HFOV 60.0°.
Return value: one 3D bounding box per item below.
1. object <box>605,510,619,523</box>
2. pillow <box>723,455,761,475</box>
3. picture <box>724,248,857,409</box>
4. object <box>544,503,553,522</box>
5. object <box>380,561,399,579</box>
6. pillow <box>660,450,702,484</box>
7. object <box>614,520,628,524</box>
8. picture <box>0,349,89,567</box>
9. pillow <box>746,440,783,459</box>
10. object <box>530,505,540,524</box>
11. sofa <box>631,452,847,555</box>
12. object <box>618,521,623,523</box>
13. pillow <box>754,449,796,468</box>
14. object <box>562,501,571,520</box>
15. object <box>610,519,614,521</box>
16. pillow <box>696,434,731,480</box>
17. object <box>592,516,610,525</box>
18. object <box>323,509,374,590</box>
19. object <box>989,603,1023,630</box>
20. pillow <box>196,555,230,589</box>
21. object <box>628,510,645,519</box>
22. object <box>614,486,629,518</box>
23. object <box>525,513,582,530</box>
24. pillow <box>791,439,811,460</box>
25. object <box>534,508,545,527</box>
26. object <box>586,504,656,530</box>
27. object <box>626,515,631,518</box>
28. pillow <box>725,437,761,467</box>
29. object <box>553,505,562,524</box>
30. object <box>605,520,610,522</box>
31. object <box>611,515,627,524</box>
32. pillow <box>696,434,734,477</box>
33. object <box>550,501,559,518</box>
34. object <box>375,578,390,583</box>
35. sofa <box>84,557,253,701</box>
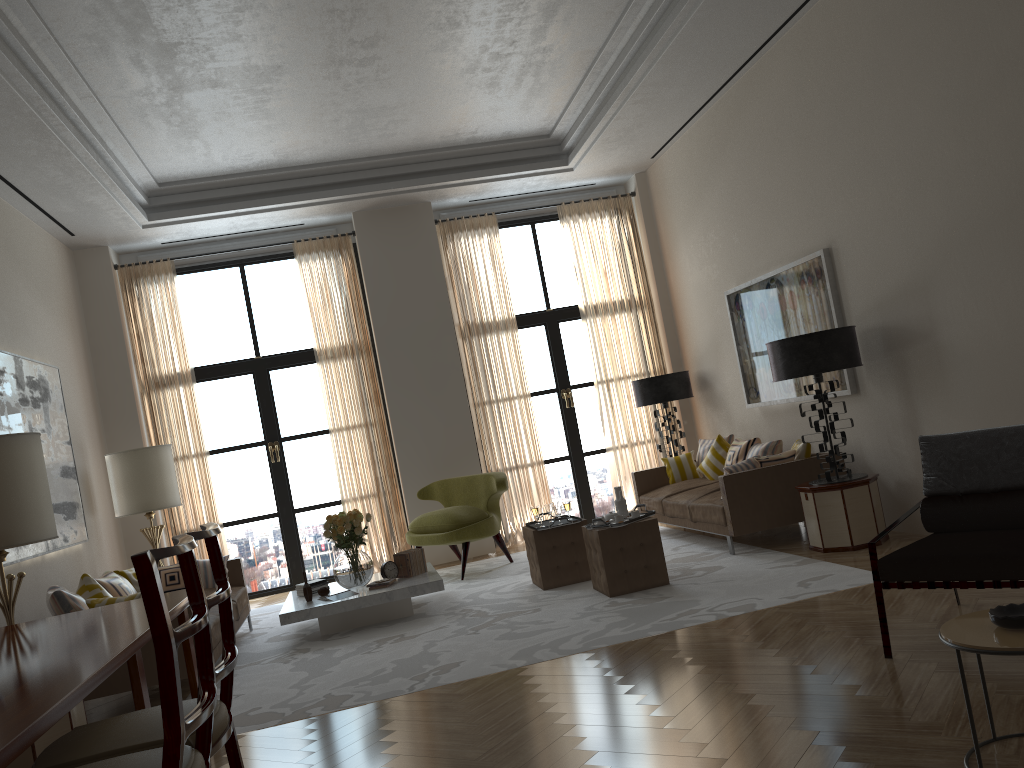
[{"bbox_3d":[0.943,1.252,8.400,0.176,0.105,0.136,-10,-2,-14],"label":"object"},{"bbox_3d":[2.368,0.989,9.202,0.497,0.428,0.327,-10,-2,-23],"label":"pillow"},{"bbox_3d":[3.043,-0.527,9.935,0.080,1.479,2.271,-10,-2,-12],"label":"picture"},{"bbox_3d":[0.403,1.368,9.408,0.098,0.191,0.098,-10,-2,-11],"label":"object"},{"bbox_3d":[-1.272,1.946,9.221,0.082,0.209,0.204,-12,-2,40],"label":"object"},{"bbox_3d":[2.235,1.122,11.634,0.482,0.432,0.318,-11,-2,-1],"label":"pillow"},{"bbox_3d":[0.983,1.268,8.092,0.186,0.015,0.041,-9,-3,-24],"label":"object"},{"bbox_3d":[-4.706,0.664,8.481,0.045,1.997,3.067,-10,-2,-10],"label":"picture"},{"bbox_3d":[2.891,0.951,10.237,0.370,0.565,0.661,-10,-2,-15],"label":"pillow"},{"bbox_3d":[0.257,1.398,9.454,0.098,0.191,0.098,-10,-2,-28],"label":"object"},{"bbox_3d":[2.547,1.336,10.408,1.350,0.819,2.985,-10,-3,-11],"label":"sofa"},{"bbox_3d":[0.993,1.263,8.058,0.053,0.025,0.049,-10,-3,-9],"label":"object"},{"bbox_3d":[2.728,0.926,9.233,0.464,0.411,0.304,-10,-2,-12],"label":"pillow"},{"bbox_3d":[0.588,1.328,9.292,0.098,0.191,0.098,-11,-2,15],"label":"object"},{"bbox_3d":[0.989,1.262,8.259,0.186,0.026,0.041,-10,-2,-3],"label":"object"},{"bbox_3d":[2.624,0.945,11.157,0.769,0.616,0.355,-12,-2,33],"label":"pillow"},{"bbox_3d":[0.826,1.272,8.256,0.175,0.067,0.176,-9,-3,-35],"label":"object"},{"bbox_3d":[-1.657,1.719,9.218,0.539,0.821,0.628,-10,-2,-15],"label":"object"},{"bbox_3d":[1.966,0.907,3.447,0.193,0.064,0.193,-11,-3,12],"label":"object"},{"bbox_3d":[-3.275,2.069,9.593,0.497,0.428,0.327,-10,-2,-23],"label":"pillow"},{"bbox_3d":[1.163,1.227,8.346,0.176,0.067,0.176,-10,-3,-12],"label":"object"},{"bbox_3d":[1.039,1.138,8.514,0.113,0.305,0.125,-11,-2,26],"label":"object"},{"bbox_3d":[0.424,1.417,9.262,0.490,0.092,0.804,-10,-3,-11],"label":"object"},{"bbox_3d":[3.030,0.845,9.382,0.296,0.475,0.515,-11,-2,11],"label":"pillow"},{"bbox_3d":[0.294,1.373,9.109,0.098,0.191,0.098,-11,-2,15],"label":"object"},{"bbox_3d":[1.018,1.245,8.329,0.442,0.101,0.719,-13,-4,43],"label":"object"},{"bbox_3d":[1.110,1.262,8.427,0.053,0.025,0.049,-8,-4,-44],"label":"object"},{"bbox_3d":[2.755,0.931,10.602,0.403,0.547,0.618,-10,-2,-8],"label":"pillow"},{"bbox_3d":[0.475,1.333,8.985,0.098,0.191,0.098,-10,-2,-11],"label":"object"},{"bbox_3d":[0.874,1.279,8.209,0.052,0.027,0.080,-13,-3,36],"label":"object"},{"bbox_3d":[0.989,1.248,8.159,0.176,0.067,0.176,-10,-3,-9],"label":"object"},{"bbox_3d":[2.633,0.981,11.561,0.354,0.576,0.625,-10,-2,-32],"label":"pillow"},{"bbox_3d":[0.473,1.362,9.532,0.098,0.191,0.098,-12,-2,37],"label":"object"},{"bbox_3d":[-1.311,1.989,8.978,0.138,0.019,0.137,-9,-3,-27],"label":"object"},{"bbox_3d":[-3.339,2.334,8.373,1.350,0.819,2.985,-10,-3,-11],"label":"sofa"}]
